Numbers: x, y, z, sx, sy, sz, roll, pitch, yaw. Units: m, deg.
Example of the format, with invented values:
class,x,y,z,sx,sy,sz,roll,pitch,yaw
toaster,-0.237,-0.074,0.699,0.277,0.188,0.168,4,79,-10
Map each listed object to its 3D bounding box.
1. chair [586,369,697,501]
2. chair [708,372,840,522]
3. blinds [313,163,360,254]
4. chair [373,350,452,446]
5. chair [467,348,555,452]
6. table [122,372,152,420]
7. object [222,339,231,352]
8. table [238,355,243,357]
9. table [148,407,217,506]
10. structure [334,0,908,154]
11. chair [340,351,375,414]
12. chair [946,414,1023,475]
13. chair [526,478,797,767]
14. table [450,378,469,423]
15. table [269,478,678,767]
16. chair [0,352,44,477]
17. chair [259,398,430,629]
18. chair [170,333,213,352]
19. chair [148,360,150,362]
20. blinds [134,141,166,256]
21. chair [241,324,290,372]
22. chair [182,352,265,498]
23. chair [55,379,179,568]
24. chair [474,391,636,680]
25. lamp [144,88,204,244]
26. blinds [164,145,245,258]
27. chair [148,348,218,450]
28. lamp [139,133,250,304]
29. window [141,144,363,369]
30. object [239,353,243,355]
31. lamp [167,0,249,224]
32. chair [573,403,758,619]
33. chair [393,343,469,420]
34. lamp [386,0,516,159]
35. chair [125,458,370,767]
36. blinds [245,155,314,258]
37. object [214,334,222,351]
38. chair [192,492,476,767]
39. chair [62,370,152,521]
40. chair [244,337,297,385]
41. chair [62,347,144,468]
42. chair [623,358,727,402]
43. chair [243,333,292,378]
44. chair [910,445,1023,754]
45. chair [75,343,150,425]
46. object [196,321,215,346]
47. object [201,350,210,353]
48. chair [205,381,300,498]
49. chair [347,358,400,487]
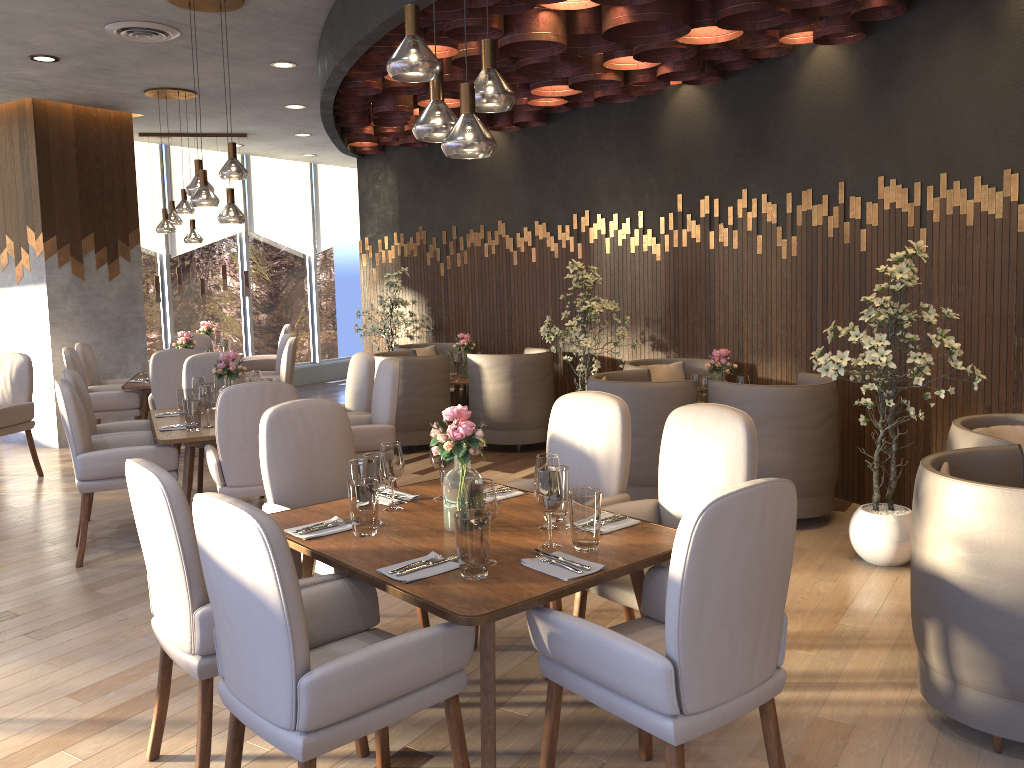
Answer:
class,x,y,z,sx,sy,sz,roll,pitch,yaw
chair,0.775,0.367,5.669,0.595,0.835,0.776,-3,6,-17
chair,1.623,0.390,5.284,0.775,0.835,0.597,-4,6,-22
blinds,-2.582,-3.313,13.396,0.007,2.673,1.176,2,6,33
chair,-0.952,0.151,7.830,0.596,0.835,0.775,-6,7,-37
chair,0.062,0.135,7.727,0.776,0.835,0.596,-7,8,-42
table,-2.948,0.259,8.109,0.965,0.664,1.311,-3,7,-16
object,-3.383,-0.442,10.496,0.102,0.178,0.102,0,6,17
table,-3.560,0.001,10.366,0.834,0.660,0.836,1,7,24
table,-1.727,0.536,5.568,0.965,0.664,1.310,-4,7,-24
structure,0.573,-2.246,5.364,2.757,0.555,9.474,-5,8,-27
chair,-1.239,0.295,6.065,0.600,0.997,0.529,-5,6,-28
chair,2.115,0.578,3.635,0.774,0.835,0.597,-3,6,-17
chair,0.409,0.704,2.346,0.529,0.997,0.600,-6,7,-38
table,-0.422,0.219,8.274,0.834,0.560,0.836,1,7,25
table,-0.154,0.809,2.980,0.966,0.664,1.309,-7,9,-40
chair,-4.036,0.277,6.850,0.528,0.997,0.601,-1,6,10
chair,-0.695,0.582,3.598,0.529,0.997,0.600,-7,8,-43
chair,-3.190,0.006,8.871,0.528,0.997,0.601,-4,6,-19
chair,-4.154,-0.128,10.186,0.600,0.997,0.529,-3,6,-15
blinds,-4.604,-2.829,10.268,0.007,2.673,1.176,2,6,33
chair,-2.903,-0.199,10.477,0.600,0.997,0.529,-3,6,-14
chair,-2.073,0.288,6.308,0.529,0.997,0.601,-4,6,-26
chair,-2.221,0.450,5.027,0.600,0.997,0.529,-4,6,-26
chair,0.168,0.557,3.599,0.529,0.997,0.601,4,8,45
lamp,-3.012,-1.927,7.936,0.439,1.322,0.440,0,6,18
blinds,-3.929,-2.953,11.314,0.007,2.673,1.176,2,6,33
chair,-2.697,0.185,7.296,0.528,0.997,0.601,-3,6,-14
lamp,-3.590,-1.881,10.164,1.161,1.926,0.118,-3,5,-12
window,-4.461,-0.894,5.457,8.062,3.189,16.169,-3,7,-12
object,-3.282,-0.349,10.369,0.255,0.019,0.158,-4,7,-18
lamp,-1.813,-1.645,5.364,0.439,1.322,0.440,3,7,38
chair,0.551,0.598,3.179,0.600,0.997,0.529,-6,7,-38
chair,-0.861,0.035,8.752,0.596,0.835,0.776,4,8,42
lamp,-0.205,-1.376,2.800,0.439,1.322,0.440,-3,6,-18
chair,-0.833,0.689,2.752,0.600,0.997,0.529,-6,7,-38
blinds,-3.254,-3.100,12.358,0.007,2.673,1.176,2,6,33
object,-3.446,-0.462,10.404,0.092,0.244,0.092,1,6,23
chair,-0.469,0.732,2.320,0.601,0.997,0.529,-7,8,-43
chair,-2.444,0.392,5.545,0.600,0.997,0.529,-4,6,-21
chair,-2.227,0.086,7.998,0.600,0.997,0.529,-3,6,-14
chair,-3.500,0.166,7.633,0.600,0.997,0.529,-4,6,-19
chair,1.130,0.253,6.514,0.775,0.835,0.596,-5,7,-27
chair,-2.404,0.024,8.537,0.600,0.997,0.529,-4,6,-21
chair,1.619,0.687,2.865,0.595,0.835,0.776,-2,6,-7
chair,-3.656,0.104,8.175,0.600,0.997,0.529,-3,6,-14
object,-3.513,-0.522,10.206,0.210,0.414,0.198,-1,6,10
object,-2.729,-0.179,7.906,0.092,0.244,0.092,1,6,29
chair,-1.373,0.454,4.797,0.528,0.997,0.601,-4,6,-21
chair,-0.995,0.351,5.552,0.600,0.997,0.529,-4,6,-21
